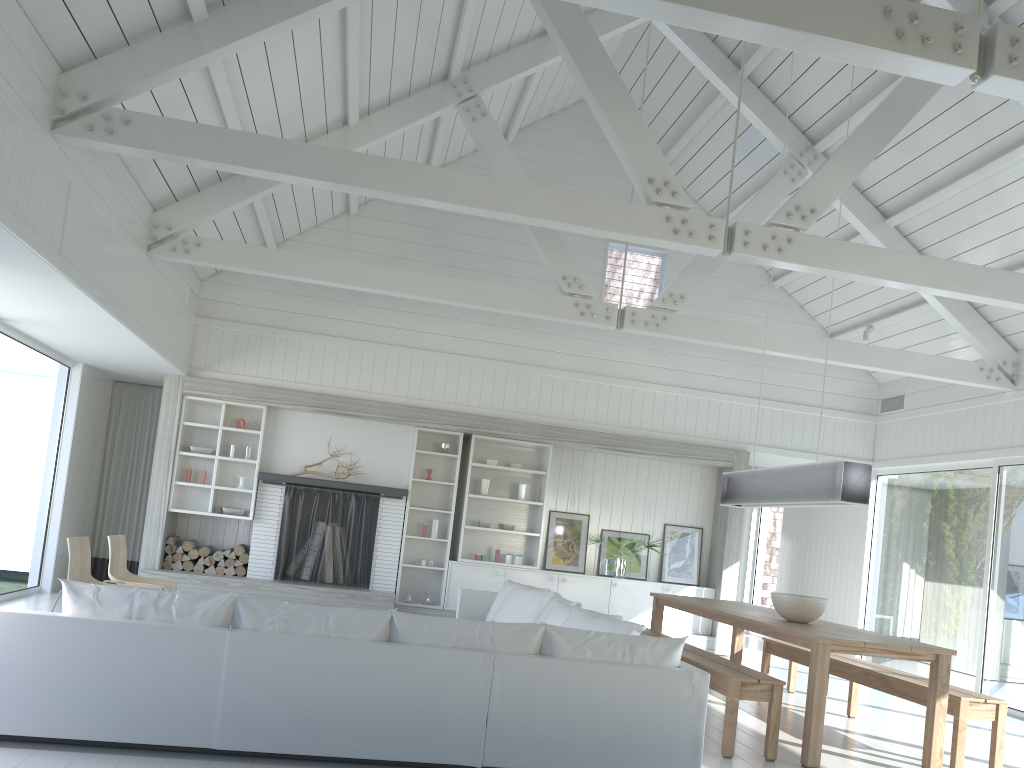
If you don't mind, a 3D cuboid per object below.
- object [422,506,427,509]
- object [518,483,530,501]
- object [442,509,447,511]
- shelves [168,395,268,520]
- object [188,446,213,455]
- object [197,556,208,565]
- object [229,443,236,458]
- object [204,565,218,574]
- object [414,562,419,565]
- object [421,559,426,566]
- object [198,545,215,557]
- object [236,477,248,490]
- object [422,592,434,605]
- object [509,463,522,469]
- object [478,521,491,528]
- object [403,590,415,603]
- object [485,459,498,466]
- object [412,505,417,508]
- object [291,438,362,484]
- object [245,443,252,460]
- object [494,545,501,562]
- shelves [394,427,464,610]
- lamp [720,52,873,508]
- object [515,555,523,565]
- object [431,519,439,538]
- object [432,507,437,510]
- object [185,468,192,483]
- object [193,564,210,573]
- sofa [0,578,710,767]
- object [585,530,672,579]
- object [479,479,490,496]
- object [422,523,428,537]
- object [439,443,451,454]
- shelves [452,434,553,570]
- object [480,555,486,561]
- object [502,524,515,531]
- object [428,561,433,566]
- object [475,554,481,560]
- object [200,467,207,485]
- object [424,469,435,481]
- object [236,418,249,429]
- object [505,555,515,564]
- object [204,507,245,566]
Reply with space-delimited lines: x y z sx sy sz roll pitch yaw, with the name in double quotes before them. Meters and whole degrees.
"object" -0.993 1.403 10.006 0.054 0.025 0.055 8 -8 -9
"object" 0.139 1.258 10.225 0.102 0.195 0.104 3 -6 35
"object" -0.780 1.452 10.153 0.054 0.025 0.055 8 -8 -9
"shelves" -3.181 0.827 9.659 0.867 1.231 0.552 7 -4 -10
"object" -3.371 0.727 9.535 0.243 0.072 0.243 10 -10 -24
"object" -3.374 1.924 9.661 0.080 0.079 0.481 8 -9 -11
"object" -3.033 0.710 9.581 0.054 0.195 0.054 7 -4 -9
"object" -3.278 2.046 9.703 0.134 0.145 0.552 7 -9 -9
"object" -1.079 2.036 9.987 0.054 0.025 0.055 8 -8 -9
"object" -1.001 2.023 10.001 0.054 0.070 0.055 7 -6 -10
"object" -3.352 1.835 9.681 0.109 0.108 0.498 8 -9 -11
"object" -2.937 1.077 9.581 0.137 0.129 0.137 9 -7 -22
"object" -0.944 2.428 9.991 0.136 0.129 0.138 2 -8 33
"object" 0.039 0.976 10.363 0.141 0.066 0.142 8 -8 -9
"object" -0.319 1.617 10.130 0.141 0.066 0.142 8 -8 -9
"object" -1.159 2.397 9.954 0.136 0.129 0.138 2 -8 33
"object" -0.238 0.913 10.170 0.141 0.066 0.142 8 -8 -9
"object" -1.099 1.379 9.932 0.054 0.025 0.055 8 -8 -9
"object" -1.929 0.824 9.632 0.791 0.499 0.457 13 -9 -39
"object" -2.871 0.733 9.609 0.054 0.195 0.054 7 -4 -9
"object" -0.166 1.953 10.152 0.054 0.195 0.054 7 -4 -10
"shelves" -0.976 1.543 10.160 0.542 1.987 0.608 7 -4 -9
"lamp" 2.280 -1.176 6.741 0.201 4.215 1.916 7 -4 -9
"object" 0.079 2.026 10.162 0.085 0.111 0.086 4 -6 26
"object" -0.880 1.648 10.033 0.072 0.210 0.071 7 -4 -10
"object" -0.887 1.427 10.080 0.054 0.025 0.055 8 -8 -9
"object" -3.477 0.967 9.491 0.054 0.195 0.054 7 -4 -9
"object" -3.398 1.995 9.675 0.105 0.114 0.521 8 -9 -10
"sofa" -1.098 1.694 6.081 3.484 0.732 4.165 8 -9 -9
"object" 1.352 1.952 10.230 0.974 0.625 0.626 8 -7 -12
"object" -0.320 1.193 10.145 0.103 0.195 0.103 7 -5 -9
"object" -0.986 1.641 10.016 0.054 0.195 0.054 7 -4 -10
"object" -0.766 0.742 10.058 0.161 0.123 0.163 3 -8 23
"shelves" -0.121 1.388 10.319 0.941 1.434 0.608 7 -4 -10
"object" -0.329 1.999 10.131 0.059 0.060 0.057 10 -7 -32
"object" -0.041 1.680 10.322 0.141 0.066 0.142 8 -8 -9
"object" -0.929 2.039 10.012 0.058 0.060 0.058 8 -6 -10
"object" -0.392 1.980 10.094 0.055 0.070 0.054 10 -6 -30
"object" -3.329 0.988 9.517 0.054 0.195 0.054 7 -4 -9
"object" -0.942 1.040 10.043 0.136 0.129 0.138 2 -8 33
"object" -2.939 0.437 9.598 0.230 0.126 0.060 1 -7 35
"object" -0.026 2.030 10.212 0.091 0.095 0.091 4 -7 24
"object" -3.185 1.675 9.681 0.343 0.639 0.614 9 -7 -24
